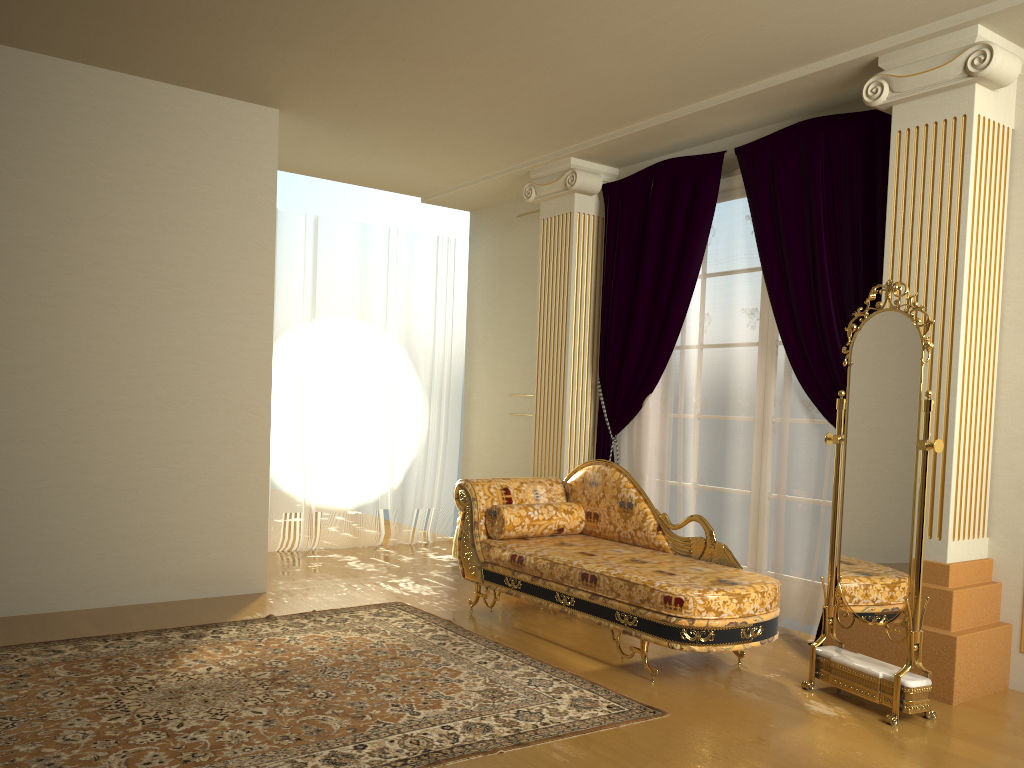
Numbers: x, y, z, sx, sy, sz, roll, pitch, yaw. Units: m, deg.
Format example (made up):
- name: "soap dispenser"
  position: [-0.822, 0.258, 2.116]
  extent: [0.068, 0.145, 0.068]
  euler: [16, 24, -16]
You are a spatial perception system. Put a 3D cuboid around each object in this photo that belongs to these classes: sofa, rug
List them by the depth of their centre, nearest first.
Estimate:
- name: "rug"
  position: [-1.264, 1.168, 3.296]
  extent: [3.081, 0.017, 2.113]
  euler: [3, -2, -35]
- name: "sofa"
  position: [0.451, 0.836, 4.407]
  extent: [0.694, 0.872, 1.890]
  euler: [1, 0, -36]

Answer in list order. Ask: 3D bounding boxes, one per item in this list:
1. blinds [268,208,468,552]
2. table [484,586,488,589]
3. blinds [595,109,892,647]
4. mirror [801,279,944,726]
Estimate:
- name: "blinds"
  position: [-1.275, 0.016, 6.731]
  extent: [2.167, 2.511, 0.163]
  euler: [2, 2, -33]
- name: "table"
  position: [0.071, 0.970, 5.627]
  extent: [0.571, 0.644, 0.571]
  euler: [2, 1, 10]
- name: "blinds"
  position: [1.230, -0.007, 4.984]
  extent: [0.339, 2.658, 2.230]
  euler: [0, 2, -35]
- name: "mirror"
  position: [1.455, 0.437, 3.522]
  extent: [0.243, 1.704, 0.539]
  euler: [1, 2, -25]
